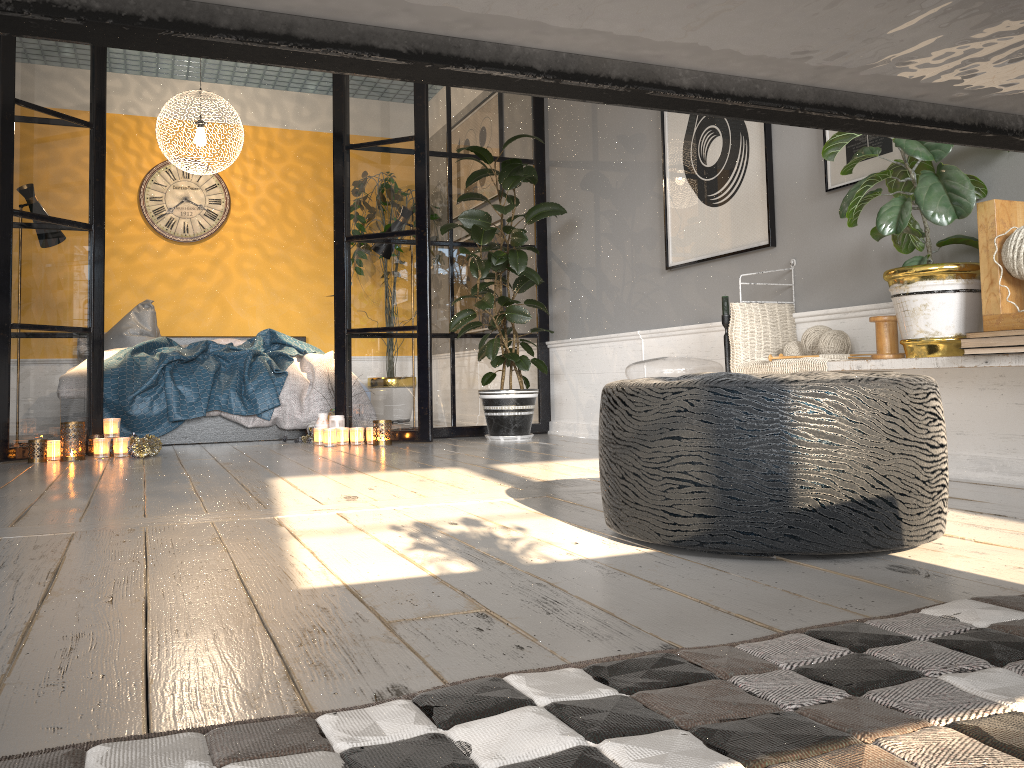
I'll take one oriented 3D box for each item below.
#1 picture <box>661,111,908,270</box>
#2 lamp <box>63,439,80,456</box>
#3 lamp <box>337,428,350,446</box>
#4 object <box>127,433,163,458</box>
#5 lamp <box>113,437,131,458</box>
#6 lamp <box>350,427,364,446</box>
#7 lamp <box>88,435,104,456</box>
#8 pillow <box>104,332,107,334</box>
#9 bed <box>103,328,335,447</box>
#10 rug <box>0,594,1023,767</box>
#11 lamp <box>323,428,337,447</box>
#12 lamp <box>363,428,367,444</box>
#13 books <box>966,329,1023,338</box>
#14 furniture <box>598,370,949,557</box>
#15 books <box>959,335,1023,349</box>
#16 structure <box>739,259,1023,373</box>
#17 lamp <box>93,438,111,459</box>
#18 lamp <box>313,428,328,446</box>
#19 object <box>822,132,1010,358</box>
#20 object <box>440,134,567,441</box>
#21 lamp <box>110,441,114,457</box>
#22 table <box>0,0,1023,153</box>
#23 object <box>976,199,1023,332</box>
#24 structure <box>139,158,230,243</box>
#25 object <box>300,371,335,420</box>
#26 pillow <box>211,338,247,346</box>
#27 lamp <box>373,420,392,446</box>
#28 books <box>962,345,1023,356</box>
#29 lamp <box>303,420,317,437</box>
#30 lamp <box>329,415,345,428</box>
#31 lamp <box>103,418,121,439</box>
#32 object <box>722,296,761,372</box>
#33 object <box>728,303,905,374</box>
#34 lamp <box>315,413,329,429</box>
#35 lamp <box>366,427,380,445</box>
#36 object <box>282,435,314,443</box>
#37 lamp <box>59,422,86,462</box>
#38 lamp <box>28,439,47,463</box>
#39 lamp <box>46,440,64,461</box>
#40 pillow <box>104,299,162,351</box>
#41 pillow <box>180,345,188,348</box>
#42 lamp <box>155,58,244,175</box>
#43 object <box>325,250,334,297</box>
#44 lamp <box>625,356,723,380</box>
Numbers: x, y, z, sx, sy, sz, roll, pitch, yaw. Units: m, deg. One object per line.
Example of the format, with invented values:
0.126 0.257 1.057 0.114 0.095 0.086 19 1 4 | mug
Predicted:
-0.994 -1.275 3.528 4.039 1.801 7.275 -1 0 -23 | picture
-2.198 0.326 4.414 0.080 0.099 0.080 -2 -2 18 | lamp
-0.961 0.299 5.016 0.080 0.099 0.080 -2 -2 18 | lamp
-1.976 0.319 4.671 0.192 0.118 0.715 -1 0 -34 | object
-1.966 0.321 4.458 0.080 0.099 0.080 -2 -2 18 | lamp
-0.875 0.297 4.999 0.080 0.099 0.080 -2 -2 18 | lamp
-2.173 0.321 4.629 0.081 0.107 0.080 0 -2 -23 | lamp
-2.992 -0.230 6.951 0.513 0.457 0.755 -2 -1 39 | pillow
-2.135 -0.022 6.373 1.897 0.773 2.317 -1 0 -22 | bed
0.617 0.319 0.318 2.526 0.034 1.765 -1 0 -23 | rug
-1.017 0.300 4.945 0.080 0.099 0.080 -2 -2 18 | lamp
-0.858 0.300 5.097 0.063 0.091 0.063 1 -3 -41 | lamp
1.473 -0.141 2.400 0.229 0.017 0.378 -1 0 -25 | books
0.562 0.149 1.973 0.735 0.358 0.734 -1 -1 -36 | furniture
1.466 -0.118 2.391 0.260 0.029 0.383 -1 0 -22 | books
1.547 -0.272 2.289 0.308 0.488 2.769 0 0 -23 | structure
-2.053 0.323 4.429 0.080 0.099 0.080 -2 -2 18 | lamp
-1.093 0.301 5.054 0.080 0.099 0.080 -2 -3 32 | lamp
1.267 -0.562 2.728 0.545 0.967 0.509 1 -4 -37 | object
-1.442 -0.538 4.589 3.896 1.802 1.008 -1 -3 -23 | object
-2.036 0.332 4.545 0.069 0.080 0.068 -1 -2 -15 | lamp
0.465 0.082 0.102 1.456 0.513 0.730 -1 -1 -23 | table
1.512 -0.300 2.296 0.238 0.441 0.544 0 -2 -23 | object
-2.761 -1.555 7.482 0.727 0.727 0.070 0 -4 -23 | structure
-1.045 0.091 5.467 0.437 0.524 0.277 -2 -3 18 | object
-2.183 -0.248 6.837 0.484 0.228 0.592 -1 0 26 | pillow
-0.723 0.273 4.937 0.107 0.141 0.107 -3 -3 31 | lamp
1.475 -0.094 2.381 0.296 0.021 0.367 -1 0 -28 | books
-1.200 0.290 5.396 0.096 0.132 0.108 -3 -3 38 | lamp
-1.011 0.266 5.114 0.092 0.167 0.089 -3 -3 34 | lamp
-2.012 0.223 4.448 0.080 0.099 0.080 -2 -2 18 | lamp
0.981 -0.040 3.738 0.091 0.704 0.278 1 -4 -30 | object
1.136 -0.174 3.204 0.329 0.308 0.783 -1 -1 -22 | object
-1.108 0.263 5.182 0.092 0.180 0.092 -1 -3 -2 | lamp
-0.786 0.295 5.013 0.080 0.099 0.080 -2 -2 18 | lamp
-1.285 0.333 5.354 0.326 0.054 0.087 -1 -1 31 | object
-2.146 0.280 4.323 0.115 0.188 0.114 0 -3 -24 | lamp
-2.278 0.324 4.249 0.084 0.111 0.084 -3 -3 43 | lamp
-2.240 0.327 4.332 0.080 0.099 0.080 -2 -2 18 | lamp
-2.830 -0.329 6.571 0.782 0.601 0.497 -1 -2 -17 | pillow
-2.310 -0.194 7.216 0.776 0.297 0.526 -1 -1 -23 | pillow
-2.296 -2.086 6.523 0.616 1.100 0.615 -2 -3 18 | lamp
-1.031 -0.769 7.697 1.343 2.213 1.245 1 -3 -36 | object
0.730 0.097 3.966 0.432 0.439 0.431 -1 -2 -1 | lamp
